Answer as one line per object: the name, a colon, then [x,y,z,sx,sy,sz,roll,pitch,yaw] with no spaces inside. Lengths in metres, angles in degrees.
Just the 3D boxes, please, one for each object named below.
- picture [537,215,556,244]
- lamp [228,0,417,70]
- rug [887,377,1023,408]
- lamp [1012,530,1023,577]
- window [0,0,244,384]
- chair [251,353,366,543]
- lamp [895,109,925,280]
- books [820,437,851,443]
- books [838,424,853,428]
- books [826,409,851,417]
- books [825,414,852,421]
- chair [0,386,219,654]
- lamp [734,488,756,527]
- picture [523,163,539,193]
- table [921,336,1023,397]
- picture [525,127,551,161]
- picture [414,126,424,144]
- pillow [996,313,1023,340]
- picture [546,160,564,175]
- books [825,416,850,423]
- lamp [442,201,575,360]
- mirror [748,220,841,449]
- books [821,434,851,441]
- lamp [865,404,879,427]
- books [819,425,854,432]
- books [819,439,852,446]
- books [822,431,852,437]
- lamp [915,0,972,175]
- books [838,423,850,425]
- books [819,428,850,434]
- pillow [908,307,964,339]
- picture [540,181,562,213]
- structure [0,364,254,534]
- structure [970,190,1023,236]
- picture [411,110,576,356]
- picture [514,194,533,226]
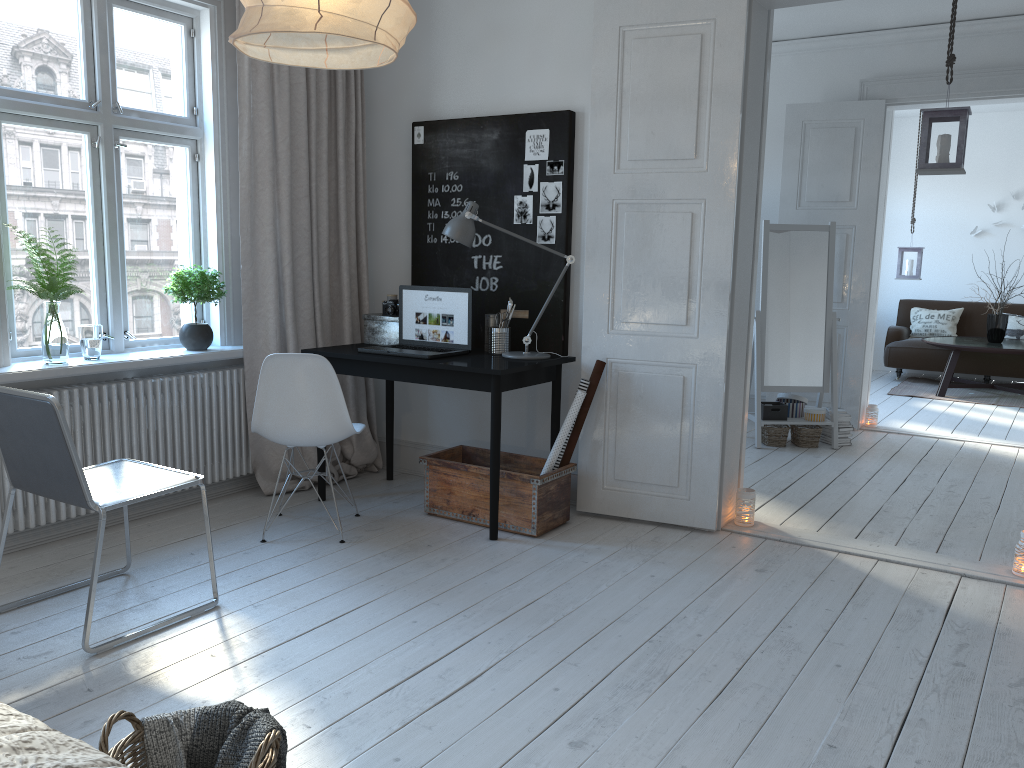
picture: [0.166,-0.751,4.304,0.103,0.136,0.001,7,11,32]
lamp: [-0.331,-1.213,1.529,0.340,1.235,0.338,-3,10,-26]
rug: [4.604,0.075,8.513,1.708,0.055,1.453,7,10,32]
lamp: [2.055,0.678,3.535,0.093,0.180,0.092,4,9,15]
window: [-18.263,-2.829,1.872,26.518,15.064,25.596,7,10,32]
chair: [-0.895,0.244,3.900,0.474,0.826,0.552,1,9,-3]
lamp: [3.945,-1.906,8.644,0.228,1.767,0.228,6,11,29]
books: [2.213,0.380,6.083,0.128,0.016,0.176,-1,9,-16]
books: [2.220,0.272,6.064,0.128,0.016,0.178,-1,9,-14]
books: [2.216,0.197,6.047,0.132,0.017,0.186,2,8,5]
books: [2.219,0.219,6.045,0.128,0.026,0.199,2,8,4]
chair: [-1.378,0.383,2.975,0.561,0.800,0.523,7,11,32]
lamp: [1.086,0.574,4.130,0.089,0.167,0.089,5,10,25]
picture: [0.091,-1.002,4.316,0.083,0.146,0.002,7,11,32]
table: [4.594,-0.144,8.455,1.299,0.505,1.297,5,9,22]
picture: [0.122,-1.158,4.271,0.147,0.155,0.004,7,11,32]
picture: [-0.487,-1.303,4.644,0.061,0.088,0.004,6,11,29]
pillow: [5.186,-0.549,9.039,0.472,0.348,0.158,6,10,30]
picture: [0.206,-1.036,4.237,0.095,0.072,0.001,7,11,32]
books: [2.215,0.239,6.058,0.128,0.016,0.180,2,8,3]
lamp: [-0.017,-0.483,4.137,0.617,0.718,0.229,2,9,3]
mirror: [1.898,-0.339,5.956,0.610,1.493,0.416,1,9,-3]
books: [2.212,0.364,6.078,0.128,0.016,0.180,-1,9,-13]
lamp: [2.702,0.239,6.660,0.089,0.166,0.089,7,11,31]
books: [2.215,0.293,6.060,0.128,0.022,0.193,-3,9,-25]
books: [2.217,0.397,6.085,0.128,0.016,0.178,-2,9,-19]
books: [2.213,0.336,6.072,0.132,0.017,0.186,-2,9,-20]
lamp: [2.293,-1.991,4.561,0.228,1.767,0.228,6,11,29]
books: [2.216,0.255,6.062,0.128,0.016,0.176,1,8,-1]
books: [2.208,0.314,6.077,0.128,0.022,0.166,-2,9,-23]
pillow: [4.527,-0.642,9.496,0.518,0.368,0.238,7,10,32]
picture: [0.187,-0.900,4.268,0.121,0.153,0.002,7,11,32]
structure: [-1.697,0.240,4.044,0.195,0.549,1.503,7,10,32]
structure: [5.355,-1.775,9.218,1.024,0.479,0.085,7,11,32]
picture: [-0.126,-0.757,4.528,0.952,1.175,0.063,7,11,32]
picture: [0.055,-0.855,4.360,0.107,0.151,0.001,7,11,32]
